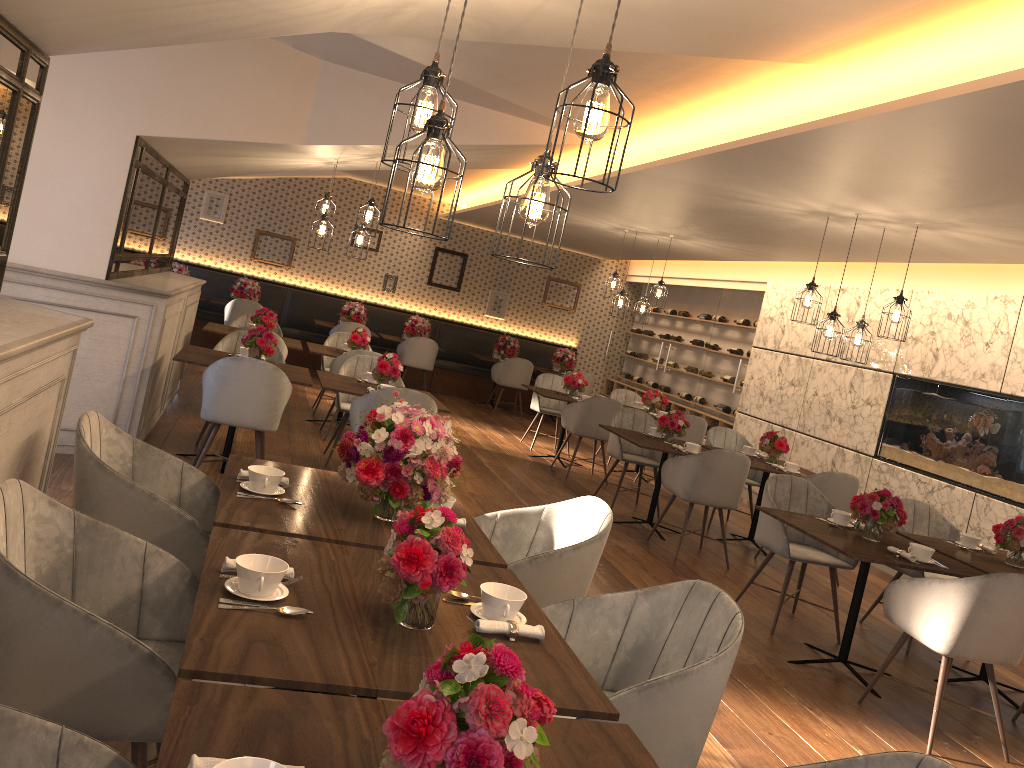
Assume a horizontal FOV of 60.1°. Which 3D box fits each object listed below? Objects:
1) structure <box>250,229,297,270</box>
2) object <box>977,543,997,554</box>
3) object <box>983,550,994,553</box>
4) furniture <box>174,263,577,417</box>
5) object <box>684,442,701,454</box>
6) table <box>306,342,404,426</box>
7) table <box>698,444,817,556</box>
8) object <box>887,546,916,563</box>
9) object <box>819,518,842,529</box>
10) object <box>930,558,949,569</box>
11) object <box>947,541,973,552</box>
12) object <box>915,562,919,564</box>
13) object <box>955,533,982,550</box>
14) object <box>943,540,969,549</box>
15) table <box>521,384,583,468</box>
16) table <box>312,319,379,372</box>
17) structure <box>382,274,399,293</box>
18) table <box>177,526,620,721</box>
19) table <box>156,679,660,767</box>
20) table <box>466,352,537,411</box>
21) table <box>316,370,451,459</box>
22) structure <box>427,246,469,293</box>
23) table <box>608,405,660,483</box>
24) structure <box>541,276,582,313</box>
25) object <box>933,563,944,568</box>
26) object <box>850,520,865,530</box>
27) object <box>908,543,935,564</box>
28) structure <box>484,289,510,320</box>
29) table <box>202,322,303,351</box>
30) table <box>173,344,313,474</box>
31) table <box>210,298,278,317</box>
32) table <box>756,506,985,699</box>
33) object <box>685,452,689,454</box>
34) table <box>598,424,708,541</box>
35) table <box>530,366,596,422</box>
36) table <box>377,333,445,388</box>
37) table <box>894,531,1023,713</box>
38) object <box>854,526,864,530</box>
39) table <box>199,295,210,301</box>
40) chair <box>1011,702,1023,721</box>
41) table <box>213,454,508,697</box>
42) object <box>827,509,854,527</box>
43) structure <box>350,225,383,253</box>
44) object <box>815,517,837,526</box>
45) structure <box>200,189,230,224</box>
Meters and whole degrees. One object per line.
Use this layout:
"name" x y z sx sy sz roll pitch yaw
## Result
"structure" -3.582 -2.024 13.310 0.599 0.485 0.032 12 2 -16
"object" 2.864 0.990 5.376 0.056 0.039 0.176 12 5 -16
"object" 2.833 0.992 5.357 0.025 0.024 0.194 12 5 -16
"furniture" -2.319 -0.667 13.472 7.065 1.080 0.544 12 2 -16
"object" 1.427 0.508 7.000 0.147 0.072 0.149 10 5 -38
"table" -1.639 0.069 8.722 0.893 0.720 0.901 12 4 -16
"table" 2.101 1.026 7.534 0.893 0.720 0.901 12 4 -16
"object" 1.976 0.860 4.491 0.056 0.039 0.176 12 5 -16
"object" 1.823 0.796 5.052 0.022 0.004 0.212 12 5 -16
"object" 2.182 0.913 4.571 0.042 0.015 0.198 11 5 -20
"object" 2.687 0.974 5.299 0.022 0.004 0.212 12 5 -16
"object" 2.005 0.872 4.509 0.025 0.024 0.194 12 5 -16
"object" 2.761 0.952 5.344 0.149 0.072 0.148 15 4 26
"object" 2.653 0.961 5.296 0.042 0.015 0.198 11 5 -20
"table" 0.563 0.496 9.663 0.893 0.720 0.901 12 4 -16
"table" -2.481 -0.461 12.781 0.893 0.720 0.901 12 4 -16
"structure" -1.899 -1.564 13.808 0.215 0.277 0.018 12 2 -16
"table" -0.388 0.899 2.192 0.893 0.720 0.901 12 4 -16
"table" -0.147 1.030 1.288 0.893 0.720 0.901 12 4 -16
"table" -0.248 -0.002 13.419 0.893 0.720 0.901 12 4 -16
"table" -1.042 0.392 6.484 0.893 0.720 0.901 12 4 -16
"structure" -1.019 -1.812 14.022 0.542 0.631 0.035 12 2 -16
"table" 1.465 0.682 9.920 0.893 0.720 0.901 12 4 -16
"structure" 0.819 -1.466 14.536 0.599 0.485 0.032 12 2 -16
"object" 2.146 0.911 4.568 0.022 0.004 0.212 12 5 -16
"object" 2.000 0.813 5.129 0.056 0.039 0.176 12 5 -16
"object" 2.087 0.866 4.521 0.149 0.072 0.148 15 4 26
"structure" -0.234 -1.280 14.271 0.339 0.439 0.035 12 2 -16
"table" -2.541 -0.116 8.464 0.893 0.720 0.901 12 4 -16
"table" -1.945 0.207 6.227 0.893 0.720 0.901 12 4 -16
"table" -3.813 -0.735 12.401 0.893 0.720 0.901 12 4 -16
"table" 1.860 1.199 4.794 0.893 0.720 0.901 12 4 -16
"object" 1.344 0.515 6.988 0.025 0.024 0.194 12 5 -16
"table" 1.199 0.841 7.277 0.893 0.720 0.901 12 4 -16
"table" 0.655 0.184 13.677 0.893 0.720 0.901 12 4 -16
"table" -1.579 -0.276 13.039 0.893 0.720 0.901 12 4 -16
"table" 2.762 1.384 5.052 0.893 0.720 0.901 12 4 -16
"object" 1.969 0.814 5.110 0.025 0.024 0.194 12 5 -16
"table" -4.715 -0.921 12.143 0.893 0.720 0.901 12 4 -16
"chair" 2.988 1.411 4.414 0.563 0.871 0.529 12 2 -16
"table" -0.629 0.769 3.096 0.893 0.720 0.901 12 4 -16
"object" 1.897 0.774 5.098 0.149 0.072 0.148 15 4 26
"structure" -2.242 -2.243 13.660 0.447 0.344 0.016 12 2 -16
"object" 1.789 0.783 5.049 0.042 0.015 0.198 11 5 -20
"structure" -4.382 -2.613 13.045 0.339 0.439 0.035 12 2 -16
